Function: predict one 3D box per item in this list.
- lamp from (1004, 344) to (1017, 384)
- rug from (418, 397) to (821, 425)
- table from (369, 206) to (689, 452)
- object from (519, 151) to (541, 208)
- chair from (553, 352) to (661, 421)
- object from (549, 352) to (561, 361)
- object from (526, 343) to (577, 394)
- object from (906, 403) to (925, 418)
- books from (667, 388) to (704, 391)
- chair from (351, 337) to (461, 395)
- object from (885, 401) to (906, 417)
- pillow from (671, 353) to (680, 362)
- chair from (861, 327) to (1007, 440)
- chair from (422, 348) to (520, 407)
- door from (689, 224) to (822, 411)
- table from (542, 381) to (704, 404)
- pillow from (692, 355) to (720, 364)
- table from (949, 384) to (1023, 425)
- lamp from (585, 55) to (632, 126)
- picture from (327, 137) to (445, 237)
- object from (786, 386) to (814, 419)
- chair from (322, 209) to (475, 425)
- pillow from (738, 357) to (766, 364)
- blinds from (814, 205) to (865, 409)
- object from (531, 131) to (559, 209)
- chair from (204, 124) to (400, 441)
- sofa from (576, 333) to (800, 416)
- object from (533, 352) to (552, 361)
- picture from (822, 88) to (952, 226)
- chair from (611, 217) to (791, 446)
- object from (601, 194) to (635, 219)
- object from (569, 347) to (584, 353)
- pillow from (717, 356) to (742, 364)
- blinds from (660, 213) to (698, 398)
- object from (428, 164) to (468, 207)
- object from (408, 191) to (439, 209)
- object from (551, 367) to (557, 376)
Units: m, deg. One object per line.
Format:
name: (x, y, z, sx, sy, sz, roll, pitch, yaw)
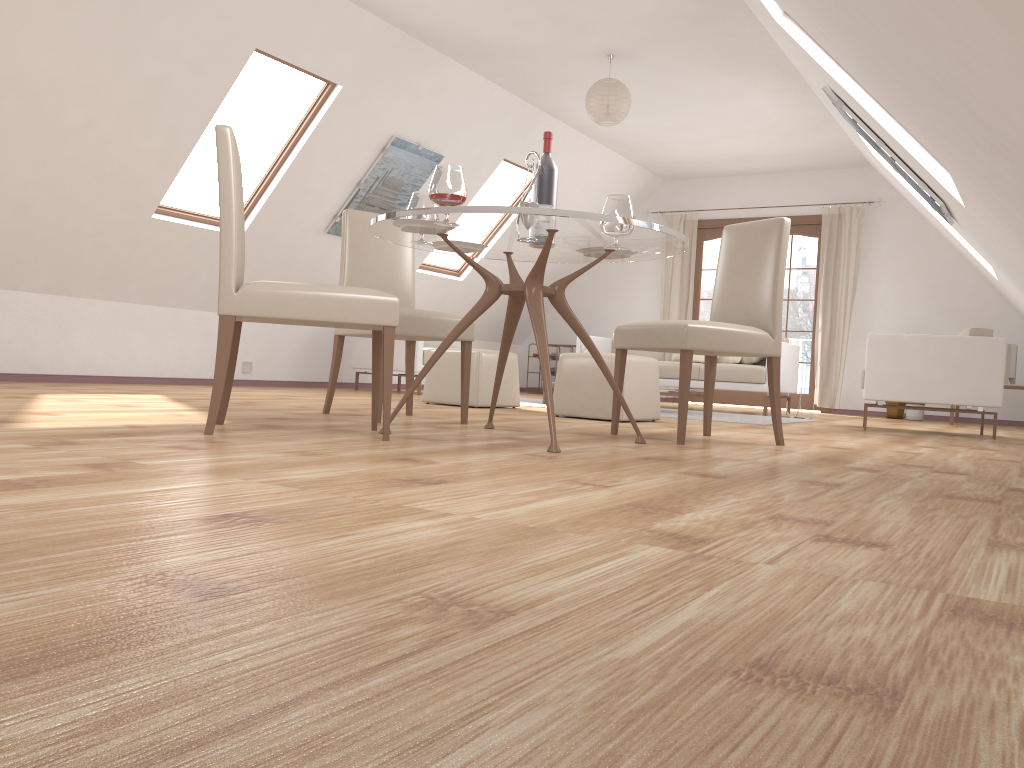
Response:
lamp: (4.557, -0.183, 8.222, 0.180, 0.375, 0.221, 3, 1, -25)
rug: (0.850, 0.199, 7.113, 2.800, 0.007, 1.600, 4, 1, 31)
table: (0.041, -0.177, 3.378, 1.198, 0.770, 1.198, 3, 1, -38)
object: (0.070, -0.723, 3.370, 0.086, 0.322, 0.096, 3, 1, -6)
chair: (0.576, 0.012, 5.330, 0.506, 0.394, 0.506, 4, 1, 35)
object: (0.535, -0.332, 10.718, 0.109, 0.109, 0.435, 4, 1, 31)
object: (0.630, -0.166, 10.704, 0.854, 0.608, 0.417, 4, 1, 31)
object: (3.886, 0.111, 8.515, 0.234, 0.480, 0.209, 3, 1, -2)
books: (1.327, 0.039, 6.863, 0.280, 0.005, 0.192, 4, 1, 23)
chair: (-0.936, -0.269, 8.270, 0.820, 0.706, 0.748, 4, 1, 34)
object: (3.829, -0.083, 8.845, 0.311, 0.846, 0.307, 4, 1, 23)
pillow: (1.672, -0.313, 8.311, 0.351, 0.235, 0.185, 4, 1, 35)
chair: (2.795, -0.025, 5.975, 0.820, 0.706, 0.748, 4, 1, 21)
chair: (-0.270, -0.048, 6.130, 0.506, 0.394, 0.506, 4, 1, 36)
door: (2.695, -0.755, 9.883, 1.546, 2.001, 0.098, 4, 1, 31)
table: (0.924, 0.111, 7.148, 1.173, 0.190, 0.730, 4, 1, 31)
pillow: (1.721, -0.264, 8.104, 0.363, 0.170, 0.227, 4, 1, 37)
table: (4.408, 0.194, 8.114, 0.730, 0.390, 0.773, 4, 1, 30)
lamp: (0.709, -2.153, 6.490, 0.340, 0.497, 0.340, 3, 1, -19)
picture: (-1.051, -1.589, 7.425, 0.683, 0.738, 0.650, 4, 1, 31)
object: (2.419, 0.152, 7.436, 0.212, 0.267, 0.315, 4, 1, 19)
chair: (-0.532, -0.333, 4.177, 0.477, 0.999, 0.618, 3, 1, -34)
pillow: (2.207, -0.310, 7.927, 0.269, 0.276, 0.424, 3, 1, -9)
blinds: (3.409, -0.803, 9.295, 0.424, 2.129, 0.123, 4, 1, 26)
object: (0.130, -0.778, 3.510, 0.109, 0.435, 0.109, 4, 1, 27)
chair: (-0.724, -0.329, 3.097, 0.618, 0.999, 0.477, 3, 1, -14)
sofa: (1.600, -0.125, 8.229, 1.880, 0.706, 0.820, 4, 1, 31)
object: (0.377, -0.346, 10.809, 0.110, 0.110, 0.439, 4, 1, 31)
picture: (2.283, -1.371, 5.386, 0.683, 0.738, 0.650, 4, 1, 31)
chair: (0.839, -0.252, 3.886, 0.618, 0.999, 0.477, 3, 1, -31)
object: (0.408, -0.634, 3.426, 0.136, 0.183, 0.136, 3, 1, -32)
object: (0.571, -0.191, 7.437, 0.184, 0.359, 0.123, 3, 1, -17)
pillow: (1.960, -0.293, 8.129, 0.351, 0.225, 0.196, 4, 1, 36)
blinds: (1.897, -0.900, 10.265, 0.423, 2.130, 0.120, 4, 1, 29)
object: (-0.223, -0.665, 3.084, 0.136, 0.183, 0.136, 3, 1, 10)
object: (-0.358, -0.679, 3.584, 0.136, 0.183, 0.136, 3, 1, 10)
object: (0.525, -0.148, 10.718, 0.109, 0.109, 0.435, 4, 1, 31)
